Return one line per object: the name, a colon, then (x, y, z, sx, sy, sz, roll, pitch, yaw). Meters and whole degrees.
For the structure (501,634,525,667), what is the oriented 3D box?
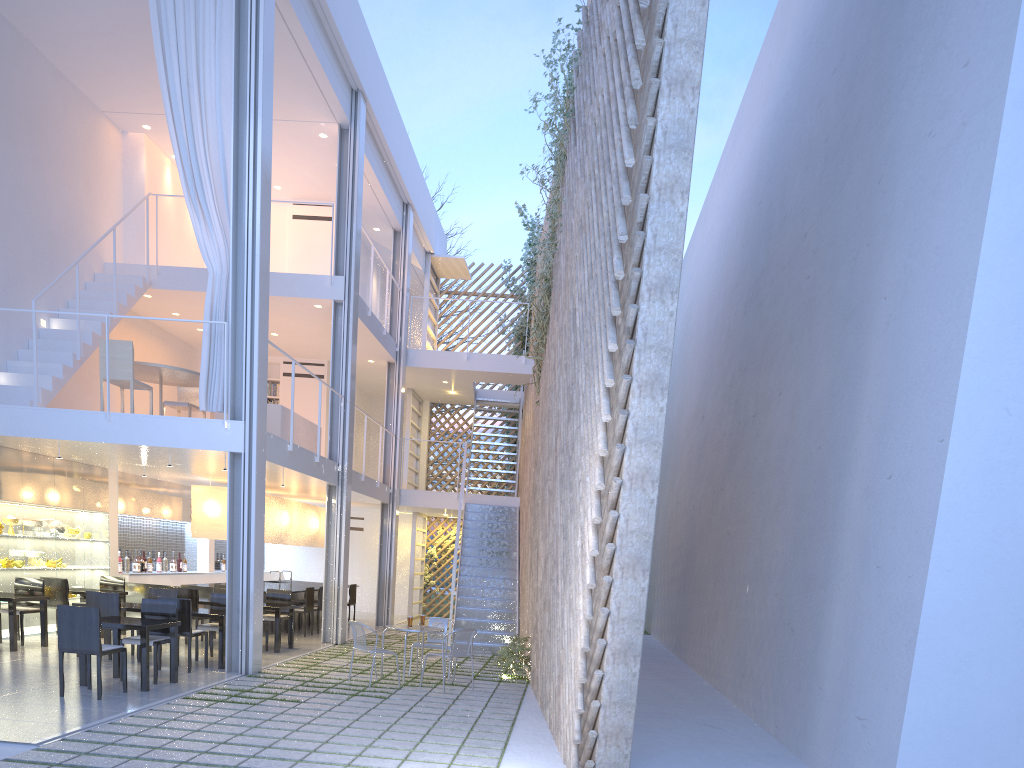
structure: (0.041, 1.964, 6.044, 0.265, 0.264, 0.262, 4, -1, 11)

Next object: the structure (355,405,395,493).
structure: (-1.232, 0.602, 7.243, 0.028, 0.548, 1.720, 5, -10, 5)

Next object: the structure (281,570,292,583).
structure: (-2.338, 1.995, 8.531, 0.112, 0.126, 0.033, 4, 8, 3)

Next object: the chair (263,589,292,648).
chair: (-1.783, 1.750, 6.151, 0.192, 0.447, 0.232, 5, 5, 4)

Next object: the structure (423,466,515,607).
structure: (-0.610, 1.954, 10.184, 1.143, 2.039, 0.278, 4, 9, 3)

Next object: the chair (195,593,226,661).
chair: (-1.851, 1.534, 5.180, 0.192, 0.447, 0.232, 5, 5, 4)

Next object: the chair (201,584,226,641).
chair: (-2.191, 1.724, 6.173, 0.192, 0.447, 0.232, 5, 5, 4)

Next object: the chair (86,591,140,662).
chair: (-2.291, 1.405, 4.740, 0.192, 0.447, 0.232, 5, 5, 4)

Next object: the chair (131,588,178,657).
chair: (-2.259, 1.508, 5.202, 0.192, 0.447, 0.232, 5, 5, 4)

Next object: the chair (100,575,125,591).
chair: (-3.086, 1.670, 6.236, 0.192, 0.447, 0.232, 5, 5, 4)

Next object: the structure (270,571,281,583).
structure: (-2.362, 1.921, 8.197, 0.112, 0.126, 0.033, 4, 8, 3)

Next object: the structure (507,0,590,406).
structure: (0.390, -0.987, 5.581, 0.745, 2.758, 2.323, 4, 1, -4)

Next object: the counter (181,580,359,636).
counter: (-2.187, 2.113, 7.872, 0.813, 0.371, 2.547, 4, -12, 5)

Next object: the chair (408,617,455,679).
chair: (-0.498, 1.675, 5.244, 0.262, 0.387, 0.242, 4, 3, 4)

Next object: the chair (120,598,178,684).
chair: (-1.886, 1.336, 4.277, 0.192, 0.447, 0.232, 5, 5, 4)

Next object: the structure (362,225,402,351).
structure: (-1.134, -0.785, 7.004, 0.028, 0.548, 1.720, 5, -10, 5)

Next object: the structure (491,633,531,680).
structure: (0.018, 1.788, 5.399, 0.297, 0.328, 0.311, 4, -1, -11)

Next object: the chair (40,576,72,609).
chair: (-3.121, 1.559, 5.739, 0.192, 0.447, 0.232, 5, 5, 4)

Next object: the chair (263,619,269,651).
chair: (-1.816, 1.648, 5.689, 0.192, 0.447, 0.232, 5, 5, 4)

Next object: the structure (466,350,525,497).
structure: (-0.171, 0.402, 9.148, 0.538, 1.916, 1.230, 4, 3, -1)

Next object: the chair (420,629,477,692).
chair: (-0.344, 1.576, 4.735, 0.242, 0.387, 0.263, 8, 4, 44)

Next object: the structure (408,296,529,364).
structure: (-0.421, -0.521, 7.958, 1.138, 0.582, 0.026, 4, 10, 3)

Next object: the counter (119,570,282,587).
counter: (-3.125, 2.167, 8.546, 0.232, 0.429, 3.678, 5, -12, 5)

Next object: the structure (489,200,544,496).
structure: (0.095, 0.481, 10.704, 1.117, 4.594, 3.248, 4, 2, 3)

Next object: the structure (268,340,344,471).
structure: (-1.359, 0.197, 5.422, 0.028, 0.548, 1.718, 5, -10, 5)

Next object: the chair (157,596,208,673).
chair: (-1.883, 1.432, 4.718, 0.192, 0.447, 0.232, 5, 5, 4)

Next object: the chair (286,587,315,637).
chair: (-1.829, 1.926, 6.977, 0.240, 0.447, 0.184, 5, 6, 5)

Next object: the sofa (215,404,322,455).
sofa: (-1.888, 0.426, 6.462, 0.499, 0.367, 0.994, 4, -9, 5)

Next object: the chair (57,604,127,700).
chair: (-1.921, 1.225, 3.781, 0.192, 0.447, 0.232, 5, 5, 4)

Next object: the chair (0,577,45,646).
chair: (-3.154, 1.454, 5.265, 0.192, 0.447, 0.232, 5, 5, 4)

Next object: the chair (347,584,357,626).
chair: (-1.721, 2.224, 8.310, 0.239, 0.447, 0.184, 5, 6, 6)

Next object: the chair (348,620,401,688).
chair: (-0.799, 1.529, 4.677, 0.249, 0.387, 0.255, 1, 4, -41)

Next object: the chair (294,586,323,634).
chair: (-1.802, 2.001, 7.310, 0.240, 0.447, 0.184, 4, 6, 2)

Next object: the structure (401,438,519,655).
structure: (-0.519, 1.386, 7.443, 1.187, 1.983, 1.943, 4, -1, -2)

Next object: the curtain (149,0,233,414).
curtain: (-1.702, -1.062, 4.397, 0.516, 2.470, 0.092, 4, 10, 0)

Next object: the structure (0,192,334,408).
structure: (-2.395, -0.076, 4.503, 1.728, 3.343, 3.649, 5, -2, 5)

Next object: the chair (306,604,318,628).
chair: (-1.789, 2.074, 7.645, 0.240, 0.447, 0.183, 4, 6, -1)

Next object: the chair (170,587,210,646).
chair: (-2.223, 1.621, 5.711, 0.192, 0.447, 0.232, 5, 5, 4)
